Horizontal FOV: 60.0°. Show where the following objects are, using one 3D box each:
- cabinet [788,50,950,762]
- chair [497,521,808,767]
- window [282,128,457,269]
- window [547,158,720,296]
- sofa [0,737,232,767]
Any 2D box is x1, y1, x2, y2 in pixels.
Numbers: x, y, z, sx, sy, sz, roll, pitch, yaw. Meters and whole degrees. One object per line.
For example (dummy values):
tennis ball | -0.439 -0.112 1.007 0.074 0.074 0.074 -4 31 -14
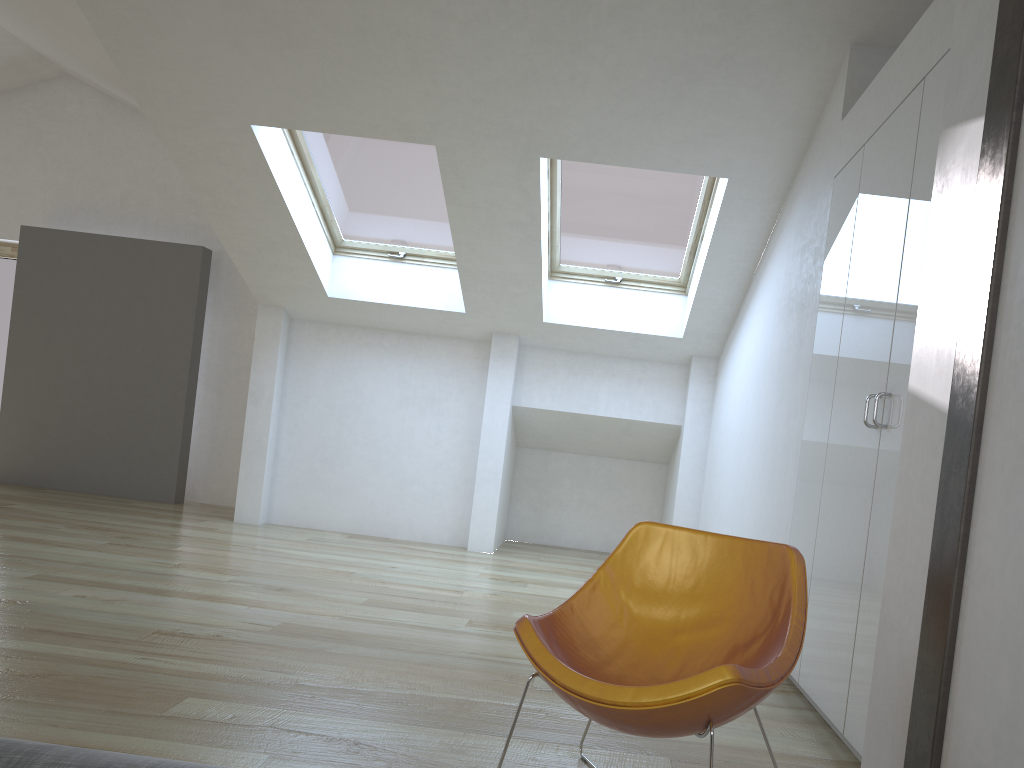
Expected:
cabinet | 1.250 0.132 3.134 0.124 2.243 1.746 7 -1 6
chair | 0.383 0.744 2.289 0.651 0.723 0.721 6 -1 34
window | -0.860 -1.260 5.986 1.516 0.729 1.850 7 -3 4
window | 0.763 -1.069 5.952 1.516 0.729 1.850 7 -3 4
sofa | -1.083 0.455 0.200 2.537 0.684 0.995 7 -2 2
